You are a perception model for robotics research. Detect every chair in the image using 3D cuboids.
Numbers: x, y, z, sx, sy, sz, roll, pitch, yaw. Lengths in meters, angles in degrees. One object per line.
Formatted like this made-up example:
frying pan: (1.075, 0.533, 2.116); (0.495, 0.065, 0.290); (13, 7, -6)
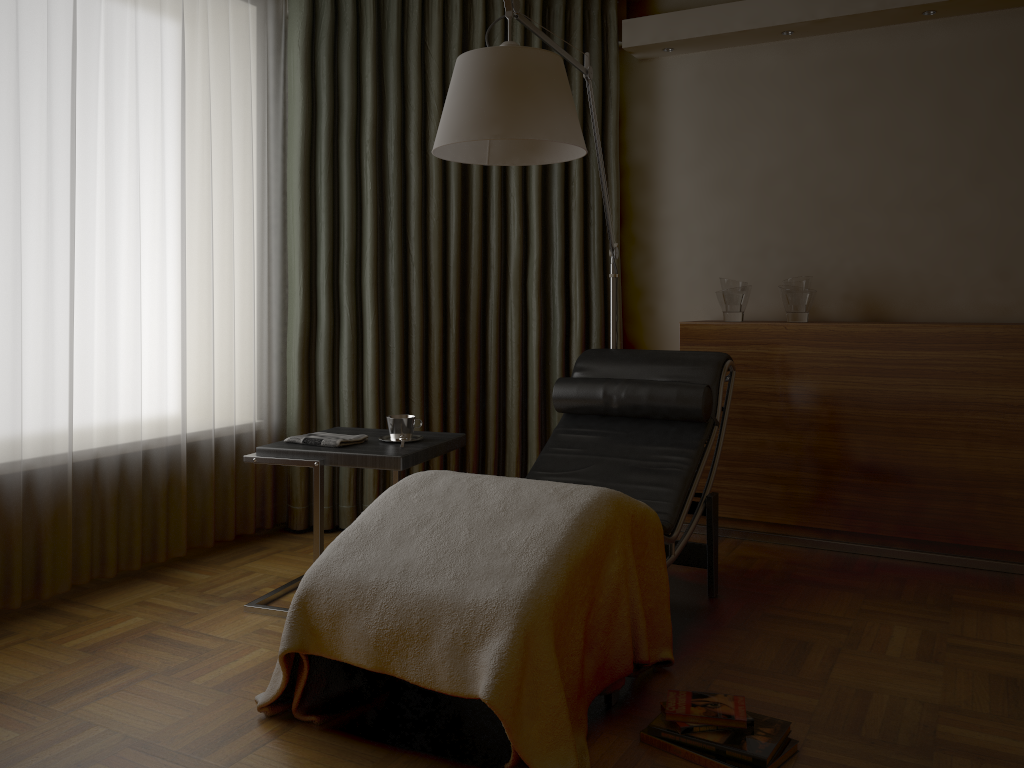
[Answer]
chair: (0.185, 0.329, 2.691); (0.636, 0.796, 1.793); (1, 4, 28)

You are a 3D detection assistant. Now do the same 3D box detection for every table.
table: (-0.489, 0.209, 2.957); (0.518, 0.045, 0.501); (2, 5, 20)

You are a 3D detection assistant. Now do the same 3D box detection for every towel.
towel: (-0.603, 0.182, 2.908); (0.241, 0.035, 0.179); (3, 6, 32)

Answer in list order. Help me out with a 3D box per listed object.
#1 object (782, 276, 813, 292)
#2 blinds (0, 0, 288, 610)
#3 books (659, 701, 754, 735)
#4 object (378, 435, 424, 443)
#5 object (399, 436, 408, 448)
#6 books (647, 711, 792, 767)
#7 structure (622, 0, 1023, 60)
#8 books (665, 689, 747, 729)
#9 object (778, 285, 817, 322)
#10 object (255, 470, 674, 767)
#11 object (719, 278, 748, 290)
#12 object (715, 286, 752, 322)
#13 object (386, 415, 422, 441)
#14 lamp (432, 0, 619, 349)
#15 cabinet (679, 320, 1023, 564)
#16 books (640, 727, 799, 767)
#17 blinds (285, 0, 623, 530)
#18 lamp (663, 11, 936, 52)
object: (1.195, -0.375, 3.696); (0.122, 0.150, 0.123); (0, 2, 8)
blinds: (-1.482, -0.466, 2.843); (0.092, 2.288, 2.200); (0, 2, 28)
books: (0.435, 0.742, 1.985); (0.173, 0.018, 0.124); (-1, 5, -12)
object: (-0.369, 0.184, 2.943); (0.150, 0.009, 0.150); (3, 6, 34)
object: (-0.353, 0.186, 2.843); (0.029, 0.019, 0.124); (0, 5, -3)
books: (0.461, 0.764, 1.959); (0.265, 0.020, 0.189); (3, 6, 33)
structure: (1.536, -1.593, 3.716); (2.180, 0.130, 0.274); (3, 5, 28)
books: (0.434, 0.725, 1.978); (0.173, 0.018, 0.124); (1, 5, 13)
object: (1.195, -0.337, 3.696); (0.155, 0.154, 0.156); (1, 3, 19)
object: (-0.080, 0.520, 2.233); (0.918, 0.519, 0.911); (2, 4, 29)
object: (0.959, -0.387, 3.823); (0.122, 0.150, 0.123); (0, 2, 10)
object: (0.959, -0.348, 3.823); (0.156, 0.154, 0.156); (-1, 3, -15)
object: (-0.366, 0.147, 2.949); (0.098, 0.078, 0.111); (2, 4, 30)
lamp: (0.248, -0.238, 2.976); (0.452, 1.965, 1.417); (0, 2, 32)
cabinet: (1.548, 0.185, 3.555); (1.675, 0.861, 0.416); (2, 2, 28)
books: (0.455, 0.786, 1.944); (0.281, 0.022, 0.200); (5, 7, 43)
blinds: (-0.226, -0.630, 3.968); (1.532, 2.451, 0.224); (0, 0, -17)
lamp: (1.219, -1.554, 3.875); (1.158, 0.028, 0.050); (3, 5, 28)
